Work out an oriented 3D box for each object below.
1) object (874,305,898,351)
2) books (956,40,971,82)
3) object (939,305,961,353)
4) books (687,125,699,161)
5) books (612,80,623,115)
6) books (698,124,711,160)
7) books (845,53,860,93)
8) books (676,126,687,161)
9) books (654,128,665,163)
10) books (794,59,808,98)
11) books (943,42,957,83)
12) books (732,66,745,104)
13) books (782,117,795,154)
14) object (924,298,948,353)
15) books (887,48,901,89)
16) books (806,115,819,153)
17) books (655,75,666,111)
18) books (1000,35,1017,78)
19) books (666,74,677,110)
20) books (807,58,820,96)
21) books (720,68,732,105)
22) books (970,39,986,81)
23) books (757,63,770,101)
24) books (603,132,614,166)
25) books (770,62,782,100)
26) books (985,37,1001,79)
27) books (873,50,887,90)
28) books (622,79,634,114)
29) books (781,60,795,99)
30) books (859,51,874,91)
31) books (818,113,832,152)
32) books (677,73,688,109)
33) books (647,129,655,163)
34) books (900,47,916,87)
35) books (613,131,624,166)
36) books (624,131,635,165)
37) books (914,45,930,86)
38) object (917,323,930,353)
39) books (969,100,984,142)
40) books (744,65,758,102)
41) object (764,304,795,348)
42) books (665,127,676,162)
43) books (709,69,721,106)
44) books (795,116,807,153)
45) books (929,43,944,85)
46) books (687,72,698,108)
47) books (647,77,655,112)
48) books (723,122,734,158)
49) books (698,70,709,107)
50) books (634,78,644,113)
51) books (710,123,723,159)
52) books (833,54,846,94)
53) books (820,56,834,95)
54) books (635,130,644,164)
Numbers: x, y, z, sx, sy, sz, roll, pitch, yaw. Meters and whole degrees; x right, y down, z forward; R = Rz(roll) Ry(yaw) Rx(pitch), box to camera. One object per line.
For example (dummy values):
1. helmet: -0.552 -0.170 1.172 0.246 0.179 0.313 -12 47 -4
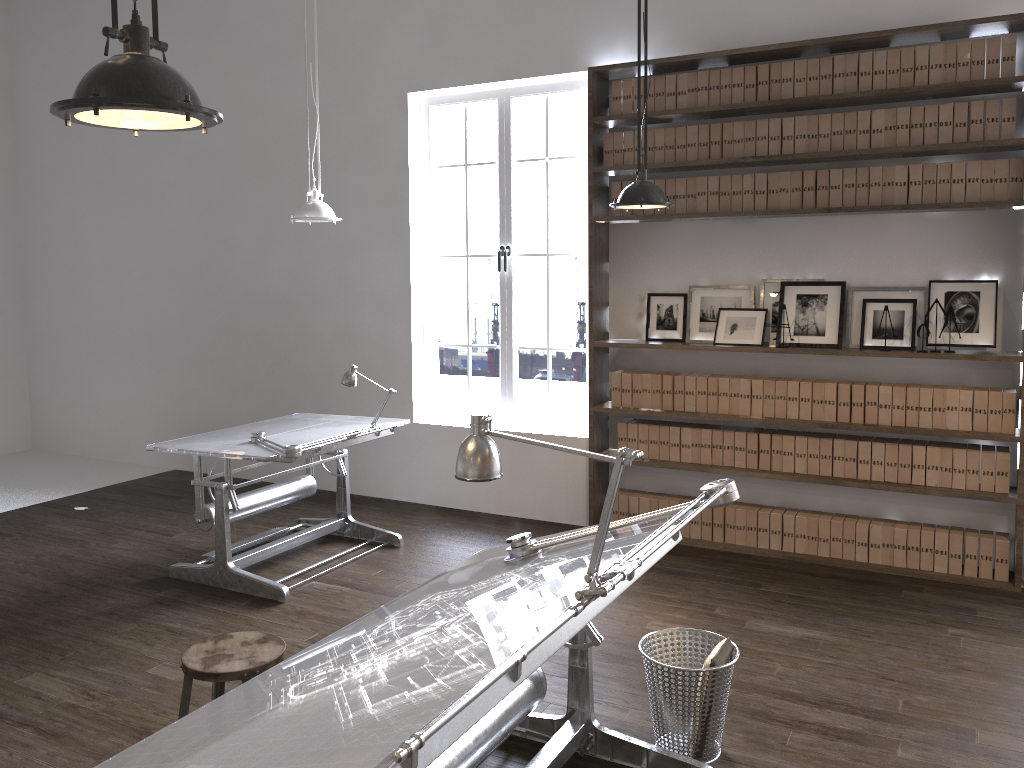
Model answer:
1. object: 2.090 -0.310 4.952 0.124 0.259 0.040 2 5 28
2. books: 2.430 -1.714 4.764 0.067 0.225 0.175 2 6 28
3. object: 2.391 -0.298 4.832 0.110 0.261 0.040 2 5 28
4. books: 1.140 -1.475 5.481 0.067 0.225 0.175 2 6 28
5. books: 0.703 -1.817 5.687 0.067 0.225 0.175 2 6 28
6. books: 1.205 -1.472 5.452 0.067 0.225 0.175 2 6 28
7. books: 1.939 -1.743 5.026 0.067 0.225 0.175 2 6 28
8. books: 1.079 -1.479 5.518 0.067 0.225 0.175 2 6 28
9. books: 0.954 -1.486 5.578 0.067 0.225 0.175 2 6 28
10. books: 1.696 -1.758 5.160 0.067 0.225 0.175 2 6 28
11. books: 2.373 -1.718 4.799 0.067 0.224 0.175 2 6 28
12. books: 1.379 -1.777 5.327 0.067 0.225 0.175 2 6 28
13. books: 1.640 -1.445 5.213 0.067 0.225 0.175 2 6 28
14. object: 2.317 -0.319 4.839 0.118 0.303 0.040 2 5 28
15. books: 2.132 -1.733 4.931 0.067 0.225 0.175 2 6 28
16. books: 1.761 -1.438 5.152 0.067 0.224 0.175 2 6 28
17. books: 0.956 -1.803 5.557 0.067 0.225 0.175 2 6 28
18. books: 2.615 -1.703 4.667 0.067 0.225 0.175 2 6 28
19. books: 1.017 -1.799 5.521 0.067 0.225 0.175 2 6 28
20. books: 1.759 -1.755 5.130 0.067 0.225 0.175 2 6 28
21. books: 1.319 -1.781 5.364 0.067 0.225 0.175 2 6 28
22. books: 2.492 -1.711 4.737 0.067 0.225 0.175 2 6 28
23. books: 1.508 -1.769 5.258 0.067 0.225 0.175 2 6 28
24. books: 0.656 -1.505 5.745 0.067 0.225 0.175 2 6 28
25. books: 1.576 -1.766 5.228 0.067 0.224 0.175 2 6 28
26. books: 2.555 -1.707 4.704 0.067 0.225 0.175 2 6 28
27. books: 2.068 -1.736 4.961 0.067 0.225 0.175 2 6 28
28. books: 0.767 -1.813 5.652 0.067 0.225 0.175 2 6 28
29. books: 1.630 -1.762 5.191 0.067 0.225 0.175 2 6 28
30. books: 2.003 -1.739 4.992 0.067 0.225 0.175 2 6 28
31. books: 1.818 -1.434 5.116 0.067 0.225 0.175 2 6 28
32. books: 1.081 -1.795 5.488 0.067 0.224 0.175 2 6 28
33. books: 0.898 -1.490 5.614 0.067 0.224 0.175 2 6 28
34. books: 2.192 -1.729 4.897 0.067 0.225 0.175 2 6 28
35. books: 0.717 -1.501 5.711 0.067 0.225 0.175 2 6 28
36. books: 0.777 -1.497 5.674 0.067 0.225 0.175 2 6 28
37. books: 2.252 -1.725 4.860 0.067 0.225 0.175 2 6 28
38. object: 2.247 -0.250 4.841 0.066 0.165 0.040 2 5 28
39. books: 2.495 -1.394 4.756 0.067 0.225 0.175 2 6 28
40. books: 1.444 -1.774 5.298 0.067 0.225 0.175 2 6 28
41. object: 1.574 -0.340 5.213 0.174 0.259 0.040 2 5 28
42. books: 1.017 -1.483 5.551 0.067 0.225 0.175 2 6 28
43. books: 1.256 -1.785 5.398 0.067 0.225 0.175 2 6 28
44. books: 1.705 -1.441 5.180 0.067 0.224 0.175 2 6 28
45. books: 2.317 -1.721 4.828 0.067 0.224 0.175 2 6 28
46. books: 1.137 -1.792 5.460 0.067 0.224 0.175 2 6 28
47. books: 0.896 -1.807 5.592 0.067 0.225 0.175 2 6 28
48. books: 1.336 -1.464 5.381 0.067 0.224 0.175 2 6 28
49. books: 1.194 -1.788 5.424 0.067 0.225 0.175 2 6 28
50. books: 0.832 -1.810 5.621 0.067 0.225 0.175 2 6 28
51. books: 1.268 -1.467 5.411 0.067 0.225 0.175 2 6 28
52. books: 1.885 -1.747 5.059 0.067 0.224 0.175 2 6 28
53. books: 1.820 -1.751 5.096 0.067 0.225 0.175 2 6 28
54. books: 0.842 -1.493 5.642 0.067 0.224 0.175 2 6 28
